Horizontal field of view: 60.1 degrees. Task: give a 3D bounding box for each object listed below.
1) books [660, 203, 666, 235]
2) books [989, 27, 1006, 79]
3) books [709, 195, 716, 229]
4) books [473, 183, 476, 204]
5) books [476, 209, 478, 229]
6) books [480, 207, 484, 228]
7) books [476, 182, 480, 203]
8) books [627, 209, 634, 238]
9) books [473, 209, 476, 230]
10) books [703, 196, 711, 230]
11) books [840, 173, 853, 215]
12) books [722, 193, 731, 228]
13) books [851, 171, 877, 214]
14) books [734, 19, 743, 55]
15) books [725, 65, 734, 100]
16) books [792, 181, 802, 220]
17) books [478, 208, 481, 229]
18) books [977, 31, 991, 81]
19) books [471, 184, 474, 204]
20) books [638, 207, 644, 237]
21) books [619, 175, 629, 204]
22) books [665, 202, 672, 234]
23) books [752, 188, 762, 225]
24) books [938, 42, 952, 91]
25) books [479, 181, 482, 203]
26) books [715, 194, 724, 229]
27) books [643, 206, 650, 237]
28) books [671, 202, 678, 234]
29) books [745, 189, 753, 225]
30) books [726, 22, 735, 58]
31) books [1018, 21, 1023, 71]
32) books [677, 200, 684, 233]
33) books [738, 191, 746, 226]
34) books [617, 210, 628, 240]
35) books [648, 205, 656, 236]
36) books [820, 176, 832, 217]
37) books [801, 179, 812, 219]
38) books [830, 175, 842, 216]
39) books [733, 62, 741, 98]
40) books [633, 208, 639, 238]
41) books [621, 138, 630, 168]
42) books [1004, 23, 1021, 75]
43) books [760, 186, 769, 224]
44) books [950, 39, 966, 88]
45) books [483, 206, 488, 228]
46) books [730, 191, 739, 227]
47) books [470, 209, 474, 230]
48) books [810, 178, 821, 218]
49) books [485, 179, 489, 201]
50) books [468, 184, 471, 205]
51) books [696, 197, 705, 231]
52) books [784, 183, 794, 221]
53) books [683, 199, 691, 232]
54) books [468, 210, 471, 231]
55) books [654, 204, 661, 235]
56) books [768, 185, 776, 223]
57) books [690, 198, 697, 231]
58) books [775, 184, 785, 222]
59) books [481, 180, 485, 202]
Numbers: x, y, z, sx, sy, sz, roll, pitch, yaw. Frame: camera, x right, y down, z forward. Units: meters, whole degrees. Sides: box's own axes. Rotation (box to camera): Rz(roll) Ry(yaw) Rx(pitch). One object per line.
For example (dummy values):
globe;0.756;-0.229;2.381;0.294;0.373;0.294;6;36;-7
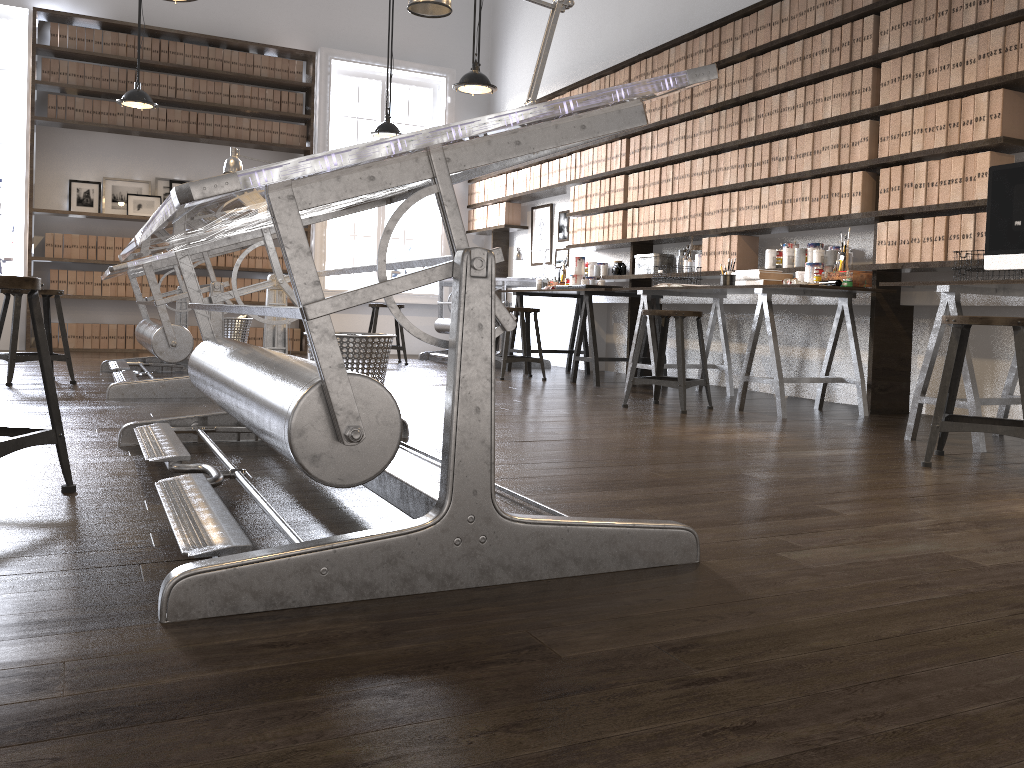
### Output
books;1.154;-1.175;6.359;0.174;0.225;0.067;1;2;-26
books;2.276;-1.501;4.057;0.174;0.225;0.067;1;2;-26
books;1.398;-1.127;5.854;0.174;0.225;0.067;1;2;-26
books;-0.315;-2.017;9.415;0.174;0.225;0.067;1;2;-26
books;-0.290;-1.733;9.349;0.174;0.225;0.067;1;2;-26
books;-0.235;-1.721;9.225;0.174;0.225;0.067;1;2;-26
books;-0.288;-2.010;9.350;0.174;0.225;0.067;1;2;-26
books;0.967;-1.211;6.732;0.174;0.225;0.067;1;2;-26
books;-0.317;-1.739;9.409;0.174;0.225;0.067;1;2;-26
books;1.372;-1.132;5.914;0.174;0.225;0.067;1;2;-26
books;1.886;-1.030;4.841;0.174;0.225;0.067;1;2;-26
books;1.453;-1.115;5.730;0.174;0.225;0.067;1;2;-26
books;1.921;-1.023;4.772;0.174;0.225;0.067;1;2;-26
books;1.511;-2.202;5.666;0.174;0.225;0.067;1;2;-26
books;1.472;-1.931;5.731;0.174;0.225;0.067;1;2;-26
books;1.730;-1.061;5.173;0.174;0.225;0.067;1;2;-26
books;-0.267;-1.727;9.290;0.174;0.225;0.067;1;2;-26
books;2.251;-1.507;4.119;0.174;0.225;0.067;1;2;-26
books;-0.346;-2.023;9.479;0.174;0.225;0.067;1;2;-26
books;1.036;-1.199;6.608;0.174;0.225;0.067;1;2;-26
books;0.920;-1.492;6.841;0.174;0.225;0.067;1;2;-26
books;1.179;-1.169;6.297;0.174;0.225;0.067;1;2;-26
books;1.578;-1.091;5.477;0.174;0.225;0.067;1;2;-26
books;2.162;-1.525;4.304;0.174;0.225;0.067;1;2;-26
books;-0.252;-2.004;9.288;0.174;0.225;0.067;1;2;-26
books;1.422;-1.121;5.795;0.174;0.225;0.067;1;2;-26
books;1.065;-1.193;6.544;0.174;0.225;0.067;1;2;-26
books;1.213;-1.164;6.239;0.174;0.225;0.067;1;2;-26
books;1.550;-1.097;5.542;0.174;0.225;0.067;1;2;-26
books;1.477;-2.208;5.729;0.174;0.225;0.067;1;2;-26
books;2.342;-1.490;3.935;0.174;0.225;0.067;1;2;-26
books;1.244;-1.157;6.175;0.174;0.225;0.067;1;2;-26
books;1.522;-1.103;5.605;0.174;0.225;0.067;1;2;-26
books;0.910;-1.223;6.852;0.174;0.225;0.067;1;2;-26
books;1.092;-1.187;6.479;0.174;0.225;0.067;1;2;-26
books;1.820;-1.043;4.975;0.174;0.225;0.067;1;2;-26
books;1.757;-1.055;5.107;0.174;0.225;0.067;1;2;-26
books;1.857;-1.036;4.911;0.174;0.225;0.067;1;2;-26
books;1.505;-1.925;5.666;0.174;0.225;0.067;1;2;-26
books;1.002;-1.205;6.669;0.174;0.225;0.067;1;2;-26
books;0.935;-1.769;6.839;0.174;0.225;0.067;1;2;-26
books;2.311;-1.496;3.999;0.174;0.225;0.067;1;2;-26
books;1.611;-1.084;5.412;0.174;0.225;0.067;1;2;-26
books;2.189;-1.519;4.239;0.174;0.225;0.067;1;2;-26
books;-0.201;-1.715;9.161;0.174;0.225;0.067;1;2;-26
books;1.488;-1.109;5.666;0.174;0.225;0.067;1;2;-26
books;-0.354;-1.745;9.473;0.174;0.225;0.067;1;2;-26
books;1.793;-1.049;5.045;0.174;0.225;0.067;1;2;-26
books;-0.187;-1.991;9.154;0.174;0.225;0.067;1;2;-26
books;-0.380;-2.028;9.537;0.174;0.225;0.067;1;2;-26
books;1.334;-1.139;5.978;0.174;0.225;0.067;1;2;-26
books;1.699;-1.067;5.236;0.174;0.225;0.067;1;2;-26
books;1.271;-1.151;6.110;0.174;0.225;0.067;1;2;-26
books;-0.382;-1.752;9.543;0.174;0.225;0.067;1;2;-26
books;1.125;-1.181;6.415;0.174;0.225;0.067;1;2;-26
books;1.640;-1.079;5.356;0.174;0.225;0.067;1;2;-26
books;1.307;-1.145;6.048;0.174;0.225;0.067;1;2;-26
books;1.665;-1.073;5.294;0.174;0.225;0.067;1;2;-26
books;-0.225;-1.998;9.218;0.174;0.225;0.067;1;2;-26
